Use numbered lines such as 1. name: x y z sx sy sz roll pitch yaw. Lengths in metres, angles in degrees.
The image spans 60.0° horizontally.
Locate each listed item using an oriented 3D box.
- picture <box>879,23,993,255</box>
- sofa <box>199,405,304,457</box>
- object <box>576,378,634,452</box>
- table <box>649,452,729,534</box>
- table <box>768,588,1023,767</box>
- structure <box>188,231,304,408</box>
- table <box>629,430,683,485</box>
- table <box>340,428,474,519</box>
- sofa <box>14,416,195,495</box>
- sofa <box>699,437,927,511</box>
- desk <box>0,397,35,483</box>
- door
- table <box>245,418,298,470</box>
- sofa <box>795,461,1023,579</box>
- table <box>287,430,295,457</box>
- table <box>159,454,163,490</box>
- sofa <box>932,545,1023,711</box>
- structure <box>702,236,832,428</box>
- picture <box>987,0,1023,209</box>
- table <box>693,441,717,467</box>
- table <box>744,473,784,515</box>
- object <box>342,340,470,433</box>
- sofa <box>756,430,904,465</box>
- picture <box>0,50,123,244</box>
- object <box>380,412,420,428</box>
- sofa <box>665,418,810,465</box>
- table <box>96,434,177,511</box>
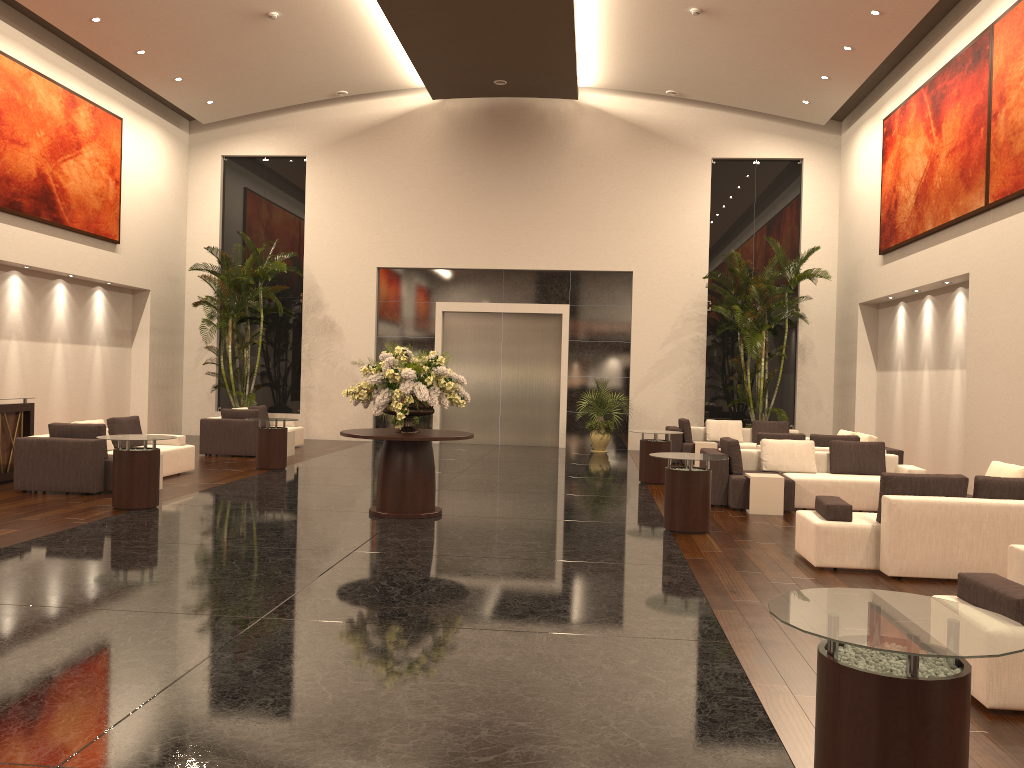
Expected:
1. picture: 6.715 -3.652 14.283 0.070 2.526 4.515 2 0 5
2. sofa: -4.894 0.881 17.392 1.291 0.862 2.846 2 0 5
3. object: 1.925 0.639 19.393 1.297 1.682 1.373 2 1 43
4. table: 1.869 1.163 9.432 0.833 0.795 0.844 1 1 -34
5. table: 1.306 1.202 3.065 0.833 0.795 0.844 2 1 44
6. structure: -5.920 -1.041 19.711 2.436 4.611 2.531 1 1 -23
7. table: 2.221 1.136 13.740 0.833 0.795 0.844 1 1 -34
8. table: -1.198 1.012 10.105 1.498 0.921 1.498 2 0 -4
9. sofa: -5.351 0.912 12.222 1.291 0.862 2.846 2 0 5
10. sofa: 3.947 1.169 11.519 2.846 0.862 1.291 2 0 5
11. desk: -7.054 0.744 11.573 0.760 1.114 1.634 2 0 5
12. door: -0.254 -0.115 20.455 2.767 3.048 0.040 2 0 5
13. table: -3.869 0.967 14.277 0.833 0.795 0.844 1 1 -34
14. sofa: 4.005 1.193 8.885 2.586 0.862 3.366 2 0 5
15. table: -4.314 1.106 16.555 0.400 0.460 0.400 2 0 5
16. table: -4.771 1.137 11.385 0.400 0.460 0.400 2 0 5
17. sofa: 3.552 1.227 3.554 2.586 0.862 3.366 2 0 5
18. structure: 5.247 -0.729 18.582 2.436 4.611 2.531 1 1 -23
19. picture: 6.317 -3.624 9.779 0.070 2.526 4.515 2 0 5
20. table: 3.603 1.319 16.585 0.400 0.460 0.400 2 0 5
21. table: 3.103 1.354 10.934 0.400 0.460 0.400 2 0 5
22. object: -1.145 0.005 10.092 1.453 1.097 1.402 1 1 -39
23. sofa: 4.505 1.159 14.536 2.586 0.862 3.366 2 0 5
24. picture: -8.087 -4.063 15.589 0.070 2.526 4.515 2 0 5
25. object: -2.385 0.519 19.825 1.297 1.682 1.373 2 1 38
26. sofa: 4.447 1.135 17.170 2.846 0.862 1.291 2 0 5
27. table: -4.221 0.994 9.969 0.833 0.795 0.844 1 1 -34
